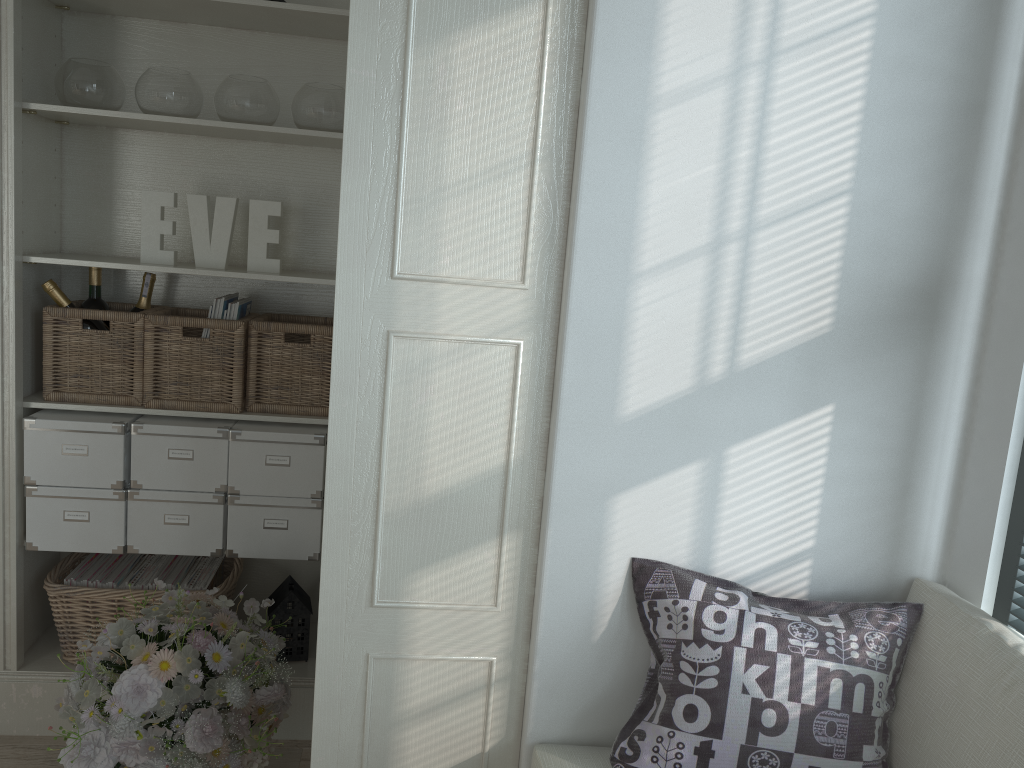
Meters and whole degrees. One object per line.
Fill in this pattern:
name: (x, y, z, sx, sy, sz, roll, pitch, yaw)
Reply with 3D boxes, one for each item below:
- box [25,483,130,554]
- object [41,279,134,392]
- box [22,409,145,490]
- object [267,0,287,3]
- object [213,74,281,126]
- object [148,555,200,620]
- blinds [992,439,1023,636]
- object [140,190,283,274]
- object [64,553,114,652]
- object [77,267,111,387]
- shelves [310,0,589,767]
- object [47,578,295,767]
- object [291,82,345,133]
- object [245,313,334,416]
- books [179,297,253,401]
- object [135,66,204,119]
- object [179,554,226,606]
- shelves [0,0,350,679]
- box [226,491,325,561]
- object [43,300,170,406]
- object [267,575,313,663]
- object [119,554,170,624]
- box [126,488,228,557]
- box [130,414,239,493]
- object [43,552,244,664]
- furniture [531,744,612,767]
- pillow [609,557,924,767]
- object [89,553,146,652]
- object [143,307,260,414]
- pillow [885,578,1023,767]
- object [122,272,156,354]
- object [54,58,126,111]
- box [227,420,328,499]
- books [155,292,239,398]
box: (-1.246, 0.350, 2.681, 0.270, 0.191, 0.400, 4, 9, -7)
object: (-1.213, -0.134, 2.587, 0.284, 0.332, 0.095, 0, 10, -28)
box: (-1.235, 0.162, 2.651, 0.270, 0.191, 0.400, 4, 9, -7)
object: (-0.801, -1.307, 2.482, 0.457, 0.485, 0.399, 11, 11, 33)
object: (-0.762, -0.808, 2.554, 0.185, 0.140, 0.185, 7, 9, 12)
object: (-1.056, 0.685, 2.778, 0.088, 0.238, 0.274, 4, 9, -7)
blinds: (1.106, 0.030, 0.073, 0.141, 2.238, 3.076, 4, 9, -7)
object: (-0.869, -0.441, 2.579, 0.393, 0.207, 0.039, 4, 9, -7)
object: (-1.296, 0.669, 2.756, 0.088, 0.238, 0.274, 4, 9, -7)
object: (-1.269, -0.184, 2.697, 0.095, 0.377, 0.095, 10, 10, 29)
shelves: (-0.162, -0.243, 2.037, 0.399, 2.523, 0.972, 4, 9, -7)
object: (-0.833, 0.816, 2.218, 0.544, 0.643, 0.570, 2, 9, -16)
object: (-0.549, -0.794, 2.580, 0.185, 0.140, 0.185, 7, 9, 12)
object: (-0.651, -0.064, 2.732, 0.276, 0.270, 0.275, 4, 9, -7)
books: (-0.910, -0.109, 2.664, 0.205, 0.306, 0.221, 4, 9, -7)
object: (-0.975, -0.822, 2.528, 0.185, 0.140, 0.185, 7, 9, 12)
object: (-0.974, 0.691, 2.787, 0.088, 0.238, 0.274, 4, 9, -7)
shelves: (-0.918, -0.400, 2.621, 0.992, 2.523, 0.399, 4, 9, -7)
box: (-0.707, 0.384, 2.754, 0.270, 0.191, 0.400, 4, 9, -7)
object: (-1.205, -0.098, 2.654, 0.276, 0.270, 0.275, 4, 9, -7)
object: (-0.700, 0.733, 2.786, 0.135, 0.248, 0.135, 2, 9, -17)
object: (-1.141, 0.680, 2.767, 0.088, 0.238, 0.274, 4, 9, -7)
box: (-0.981, 0.366, 2.722, 0.270, 0.191, 0.400, 4, 9, -7)
box: (-0.960, 0.178, 2.697, 0.270, 0.191, 0.400, 4, 9, -7)
object: (-1.137, 0.692, 2.771, 0.554, 0.263, 0.408, 4, 9, -6)
furniture: (0.585, 1.146, 0.220, 0.837, 0.459, 3.150, 4, 9, -7)
pillow: (0.461, 0.554, 1.587, 0.550, 0.398, 0.229, 6, 9, 5)
object: (-1.222, 0.675, 2.757, 0.088, 0.238, 0.274, 4, 9, -7)
object: (-0.925, -0.077, 2.669, 0.276, 0.270, 0.275, 4, 9, -7)
pillow: (0.786, 0.604, 1.407, 0.187, 0.360, 0.695, 4, 9, -7)
object: (-1.156, -0.164, 2.714, 0.127, 0.361, 0.094, 4, 9, -7)
object: (-1.189, -0.835, 2.502, 0.185, 0.140, 0.185, 7, 9, 12)
box: (-0.691, 0.197, 2.717, 0.270, 0.191, 0.400, 4, 9, -7)
books: (-0.949, -0.122, 2.657, 0.205, 0.306, 0.221, 4, 9, -7)
